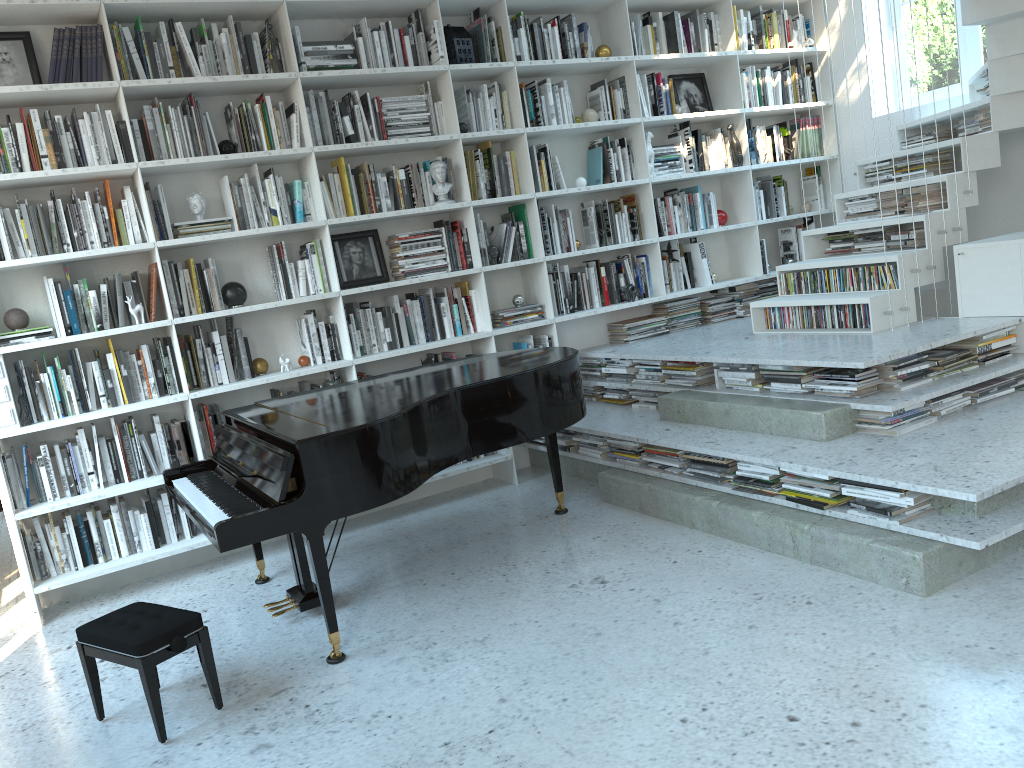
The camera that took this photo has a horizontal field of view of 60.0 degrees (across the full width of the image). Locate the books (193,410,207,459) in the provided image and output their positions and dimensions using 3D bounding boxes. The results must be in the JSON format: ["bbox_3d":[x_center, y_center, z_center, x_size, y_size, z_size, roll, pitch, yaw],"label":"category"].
[{"bbox_3d":[-1.603,0.265,4.526,0.023,0.266,0.134,-14,10,-27],"label":"books"}]

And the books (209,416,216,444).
[{"bbox_3d":[-1.538,0.271,4.547,0.010,0.228,0.168,-14,10,-27],"label":"books"}]

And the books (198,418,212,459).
[{"bbox_3d":[-1.575,0.286,4.536,0.026,0.213,0.139,-14,10,-27],"label":"books"}]

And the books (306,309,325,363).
[{"bbox_3d":[-1.059,-0.256,4.779,0.014,0.291,0.131,-14,10,-27],"label":"books"}]

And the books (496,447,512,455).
[{"bbox_3d":[-0.103,0.273,5.249,0.038,0.269,0.277,-14,10,-27],"label":"books"}]

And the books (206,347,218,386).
[{"bbox_3d":[-1.543,-0.090,4.520,0.024,0.196,0.156,-14,10,-27],"label":"books"}]

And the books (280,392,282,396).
[{"bbox_3d":[-1.221,0.173,4.717,0.012,0.271,0.142,-14,10,-27],"label":"books"}]

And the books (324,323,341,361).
[{"bbox_3d":[-0.983,-0.228,4.819,0.023,0.201,0.158,-14,10,-27],"label":"books"}]

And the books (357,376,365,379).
[{"bbox_3d":[-0.815,0.088,4.862,0.011,0.266,0.152,-14,10,-27],"label":"books"}]

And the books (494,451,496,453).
[{"bbox_3d":[-0.155,0.318,5.302,0.023,0.182,0.148,-14,10,-27],"label":"books"}]

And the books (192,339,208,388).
[{"bbox_3d":[-1.586,-0.106,4.491,0.042,0.248,0.162,-14,10,-27],"label":"books"}]

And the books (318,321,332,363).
[{"bbox_3d":[-1.031,-0.225,4.786,0.029,0.221,0.153,-14,10,-27],"label":"books"}]

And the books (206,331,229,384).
[{"bbox_3d":[-1.505,-0.135,4.529,0.027,0.269,0.185,-14,10,-27],"label":"books"}]

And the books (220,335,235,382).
[{"bbox_3d":[-1.476,-0.131,4.565,0.028,0.241,0.135,-14,10,-27],"label":"books"}]

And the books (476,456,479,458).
[{"bbox_3d":[-0.255,0.337,5.250,0.024,0.191,0.155,-14,10,-27],"label":"books"}]

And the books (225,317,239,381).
[{"bbox_3d":[-1.441,-0.181,4.562,0.050,0.329,0.166,-14,10,-27],"label":"books"}]

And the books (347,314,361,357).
[{"bbox_3d":[-0.887,-0.265,4.853,0.027,0.234,0.167,-14,10,-27],"label":"books"}]

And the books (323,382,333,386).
[{"bbox_3d":[-0.982,0.121,4.841,0.012,0.261,0.147,-14,10,-27],"label":"books"}]

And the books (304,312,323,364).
[{"bbox_3d":[-1.070,-0.247,4.778,0.010,0.277,0.155,-14,10,-27],"label":"books"}]

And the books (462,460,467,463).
[{"bbox_3d":[-0.323,0.327,5.186,0.044,0.251,0.186,-14,10,-27],"label":"books"}]

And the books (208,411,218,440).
[{"bbox_3d":[-1.519,0.263,4.545,0.023,0.238,0.172,-14,10,-27],"label":"books"}]

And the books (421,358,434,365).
[{"bbox_3d":[-0.460,-0.008,5.052,0.012,0.285,0.159,-14,10,-27],"label":"books"}]

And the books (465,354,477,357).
[{"bbox_3d":[-0.215,-0.049,5.191,0.022,0.249,0.130,-14,10,-27],"label":"books"}]

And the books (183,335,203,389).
[{"bbox_3d":[-1.607,-0.112,4.470,0.012,0.273,0.181,-14,10,-27],"label":"books"}]

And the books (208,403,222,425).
[{"bbox_3d":[-1.513,0.240,4.576,0.026,0.274,0.146,-14,10,-27],"label":"books"}]

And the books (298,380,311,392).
[{"bbox_3d":[-1.100,0.129,4.796,0.025,0.295,0.134,-14,10,-27],"label":"books"}]

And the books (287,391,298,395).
[{"bbox_3d":[-1.146,0.166,4.747,0.022,0.252,0.187,-14,10,-27],"label":"books"}]

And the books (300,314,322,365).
[{"bbox_3d":[-1.078,-0.238,4.758,0.027,0.270,0.158,-14,10,-27],"label":"books"}]

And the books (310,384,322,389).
[{"bbox_3d":[-1.032,0.134,4.790,0.011,0.266,0.191,-14,10,-27],"label":"books"}]

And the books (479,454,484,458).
[{"bbox_3d":[-0.231,0.326,5.250,0.022,0.205,0.191,-14,10,-27],"label":"books"}]

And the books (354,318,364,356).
[{"bbox_3d":[-0.869,-0.259,4.877,0.024,0.209,0.169,-14,10,-27],"label":"books"}]

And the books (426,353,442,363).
[{"bbox_3d":[-0.422,-0.024,5.056,0.013,0.303,0.181,-14,10,-27],"label":"books"}]

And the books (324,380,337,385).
[{"bbox_3d":[-0.965,0.115,4.833,0.013,0.269,0.183,-14,10,-27],"label":"books"}]

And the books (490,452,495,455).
[{"bbox_3d":[-0.174,0.306,5.277,0.029,0.218,0.190,-14,10,-27],"label":"books"}]

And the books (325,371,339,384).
[{"bbox_3d":[-0.962,0.087,4.843,0.013,0.320,0.173,-14,10,-27],"label":"books"}]

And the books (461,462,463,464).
[{"bbox_3d":[-0.355,0.312,5.179,0.011,0.293,0.184,-14,10,-27],"label":"books"}]

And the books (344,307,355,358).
[{"bbox_3d":[-0.912,-0.282,4.850,0.011,0.276,0.145,-14,10,-27],"label":"books"}]

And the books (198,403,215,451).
[{"bbox_3d":[-1.556,0.244,4.544,0.013,0.288,0.160,-14,10,-27],"label":"books"}]

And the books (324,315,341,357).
[{"bbox_3d":[-0.980,-0.254,4.849,0.019,0.242,0.107,-14,10,-27],"label":"books"}]

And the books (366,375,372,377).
[{"bbox_3d":[-0.763,0.082,4.868,0.021,0.260,0.169,-14,10,-27],"label":"books"}]

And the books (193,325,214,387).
[{"bbox_3d":[-1.566,-0.143,4.498,0.014,0.314,0.166,-14,10,-27],"label":"books"}]

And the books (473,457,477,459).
[{"bbox_3d":[-0.271,0.309,5.228,0.011,0.259,0.171,-14,10,-27],"label":"books"}]

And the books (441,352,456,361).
[{"bbox_3d":[-0.343,-0.038,5.103,0.015,0.294,0.169,-14,10,-27],"label":"books"}]

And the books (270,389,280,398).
[{"bbox_3d":[-1.235,0.168,4.714,0.012,0.285,0.159,-14,10,-27],"label":"books"}]

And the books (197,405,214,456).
[{"bbox_3d":[-1.564,0.249,4.537,0.010,0.282,0.149,-14,10,-27],"label":"books"}]

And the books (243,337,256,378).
[{"bbox_3d":[-1.383,-0.138,4.611,0.023,0.212,0.160,-14,10,-27],"label":"books"}]

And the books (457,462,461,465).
[{"bbox_3d":[-0.365,0.356,5.175,0.029,0.210,0.170,-14,10,-27],"label":"books"}]

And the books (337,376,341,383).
[{"bbox_3d":[-0.949,0.098,4.861,0.021,0.290,0.160,-14,10,-27],"label":"books"}]

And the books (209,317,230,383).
[{"bbox_3d":[-1.505,-0.175,4.555,0.013,0.339,0.138,-14,10,-27],"label":"books"}]

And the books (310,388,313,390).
[{"bbox_3d":[-1.062,0.148,4.800,0.037,0.245,0.164,-14,10,-27],"label":"books"}]

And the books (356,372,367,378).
[{"bbox_3d":[-0.804,0.076,4.861,0.012,0.285,0.137,-14,10,-27],"label":"books"}]

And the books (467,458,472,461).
[{"bbox_3d":[-0.306,0.289,5.198,0.013,0.317,0.186,-14,10,-27],"label":"books"}]

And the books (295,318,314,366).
[{"bbox_3d":[-1.112,-0.224,4.752,0.012,0.254,0.160,-14,10,-27],"label":"books"}]

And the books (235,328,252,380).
[{"bbox_3d":[-1.402,-0.156,4.583,0.027,0.261,0.163,-14,10,-27],"label":"books"}]

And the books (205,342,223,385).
[{"bbox_3d":[-1.523,-0.104,4.525,0.021,0.215,0.171,-14,10,-27],"label":"books"}]

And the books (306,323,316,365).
[{"bbox_3d":[-1.102,-0.213,4.767,0.015,0.226,0.148,-14,10,-27],"label":"books"}]

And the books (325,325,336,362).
[{"bbox_3d":[-1.012,-0.220,4.819,0.031,0.195,0.142,-14,10,-27],"label":"books"}]

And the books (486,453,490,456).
[{"bbox_3d":[-0.198,0.292,5.270,0.012,0.256,0.176,-14,10,-27],"label":"books"}]

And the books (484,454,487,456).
[{"bbox_3d":[-0.217,0.309,5.270,0.028,0.228,0.161,-14,10,-27],"label":"books"}]
